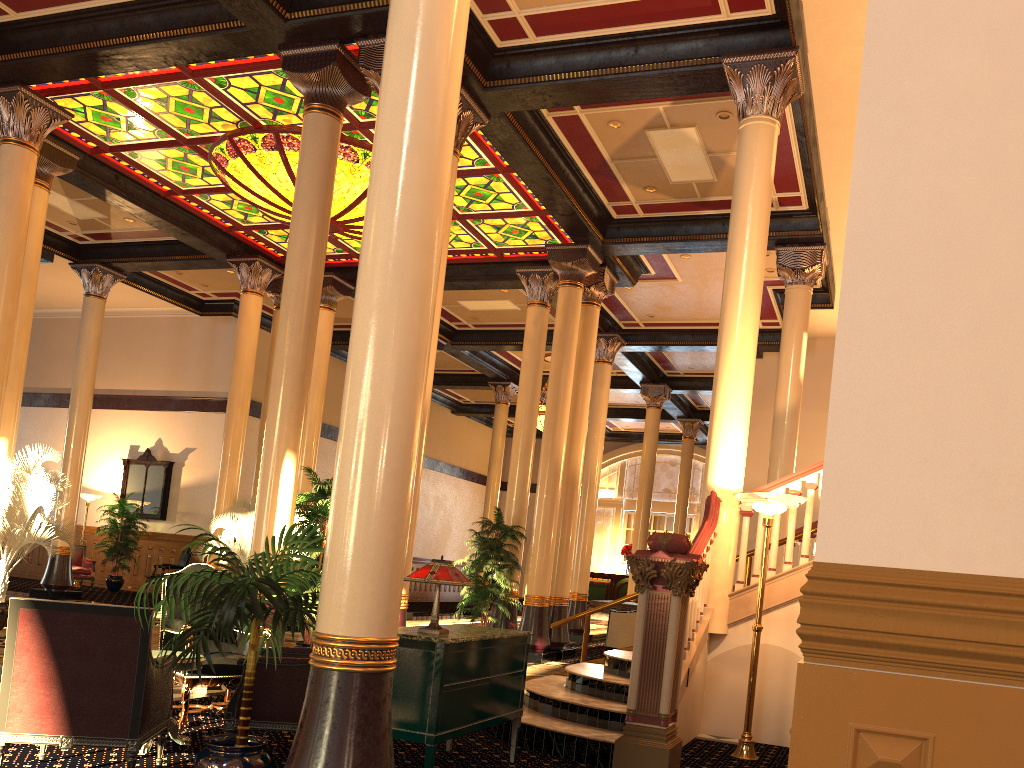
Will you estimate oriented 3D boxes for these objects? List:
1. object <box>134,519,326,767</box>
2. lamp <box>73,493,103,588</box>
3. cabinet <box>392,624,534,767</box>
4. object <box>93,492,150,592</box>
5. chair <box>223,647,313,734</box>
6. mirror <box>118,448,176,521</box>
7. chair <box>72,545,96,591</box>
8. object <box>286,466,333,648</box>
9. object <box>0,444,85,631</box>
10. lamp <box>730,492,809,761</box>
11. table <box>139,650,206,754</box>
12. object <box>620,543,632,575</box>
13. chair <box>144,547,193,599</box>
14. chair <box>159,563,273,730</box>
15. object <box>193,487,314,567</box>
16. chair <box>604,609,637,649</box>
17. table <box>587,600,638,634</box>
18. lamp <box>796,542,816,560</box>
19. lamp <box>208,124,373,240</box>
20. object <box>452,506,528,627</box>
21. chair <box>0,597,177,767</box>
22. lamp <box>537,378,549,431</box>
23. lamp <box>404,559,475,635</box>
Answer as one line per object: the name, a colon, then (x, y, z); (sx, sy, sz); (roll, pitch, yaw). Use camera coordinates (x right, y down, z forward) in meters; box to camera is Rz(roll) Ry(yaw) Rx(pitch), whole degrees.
object: (-1.241, 1.323, 4.133); (1.041, 1.426, 1.088); (10, -8, -39)
lamp: (-9.234, 3.376, 18.705); (0.598, 1.998, 0.567); (7, -3, -18)
cabinet: (-0.400, 1.933, 5.287); (0.533, 0.858, 1.314); (3, -9, 23)
object: (-8.275, 3.322, 18.360); (1.114, 2.136, 1.013); (7, -4, -20)
chair: (-1.340, 1.822, 5.301); (0.653, 0.913, 0.682); (6, -6, -8)
mirror: (-8.073, 2.183, 19.101); (1.345, 1.543, 0.207); (3, -3, 20)
chair: (-9.044, 3.778, 17.926); (0.617, 0.913, 0.721); (1, -8, 42)
object: (-1.939, 1.876, 8.766); (1.114, 2.136, 1.013); (7, -4, -20)
object: (-5.801, 1.809, 10.392); (2.023, 2.242, 1.863); (4, -6, 10)
lamp: (1.886, 1.864, 6.673); (0.556, 1.998, 0.610); (3, -4, 40)
table: (-2.150, 1.927, 5.289); (0.501, 0.552, 0.466); (9, -7, -28)
object: (2.579, 0.564, 12.363); (0.665, 4.244, 30.572); (5, -12, 6)
chair: (-7.061, 3.860, 17.863); (0.784, 1.091, 0.708); (11, -7, -43)
chair: (-2.160, 1.858, 6.256); (0.713, 1.091, 0.778); (2, -7, 36)
object: (-3.818, 2.801, 14.240); (1.763, 2.256, 2.168); (3, -7, 25)
chair: (2.276, 4.402, 15.867); (0.739, 0.906, 1.007); (0, -9, 41)
table: (2.245, 4.787, 17.465); (1.073, 0.766, 1.709); (2, -11, 22)
lamp: (4.157, 3.232, 12.127); (0.578, 1.998, 0.587); (5, -3, 4)
lamp: (-2.470, -2.396, 11.592); (2.912, 0.597, 3.132); (1, -12, 19)
object: (-0.337, 2.858, 12.671); (1.020, 2.136, 1.107); (5, -4, 11)
chair: (-2.156, 1.572, 4.480); (0.693, 0.913, 0.642); (6, -6, -8)
lamp: (0.972, 0.383, 20.133); (1.161, 1.893, 1.232); (4, -5, 16)
lamp: (-0.426, 1.217, 4.984); (0.310, 0.416, 0.331); (4, -6, 18)
